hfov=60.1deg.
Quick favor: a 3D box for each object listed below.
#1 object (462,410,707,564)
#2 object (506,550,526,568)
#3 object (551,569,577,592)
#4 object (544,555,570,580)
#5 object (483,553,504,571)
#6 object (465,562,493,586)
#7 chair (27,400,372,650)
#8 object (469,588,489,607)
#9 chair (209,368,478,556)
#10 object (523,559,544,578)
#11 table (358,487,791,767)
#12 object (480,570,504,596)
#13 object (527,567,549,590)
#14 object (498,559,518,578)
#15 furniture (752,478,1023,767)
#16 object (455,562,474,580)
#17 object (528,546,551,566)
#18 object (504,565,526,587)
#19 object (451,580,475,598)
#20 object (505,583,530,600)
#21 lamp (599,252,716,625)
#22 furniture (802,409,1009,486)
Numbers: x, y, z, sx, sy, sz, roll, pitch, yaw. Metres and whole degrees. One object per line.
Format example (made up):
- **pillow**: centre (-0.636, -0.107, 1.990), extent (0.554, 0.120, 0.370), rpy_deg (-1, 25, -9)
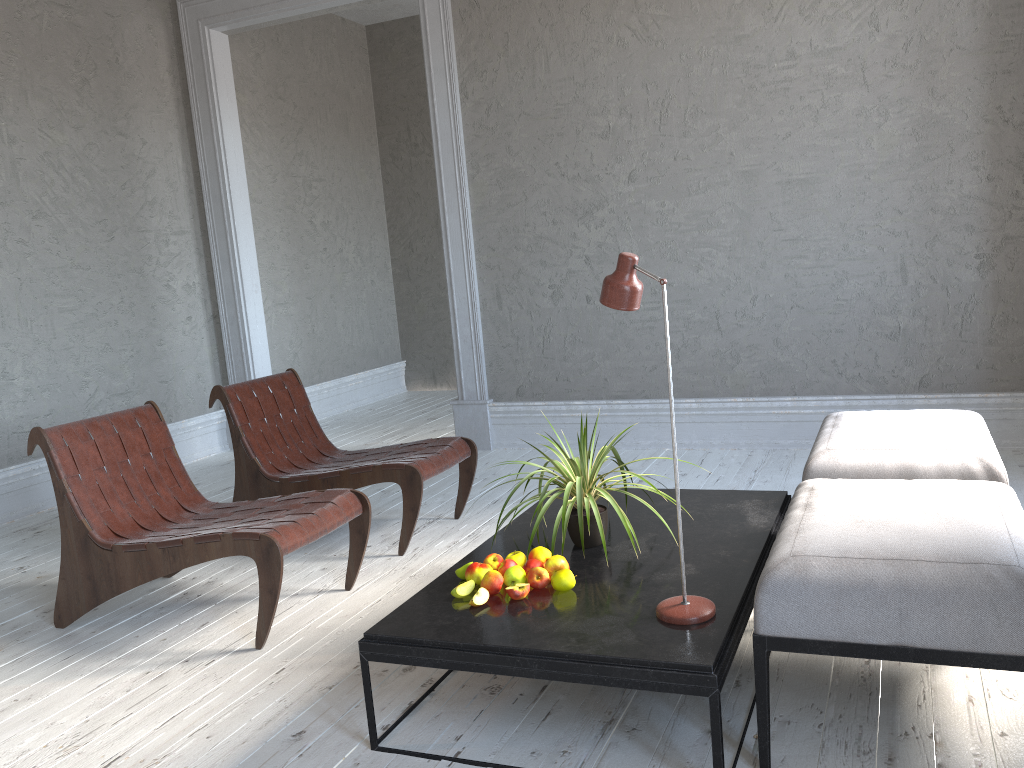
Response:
- **object**: centre (0.177, 0.273, 2.569), extent (0.716, 0.420, 0.676), rpy_deg (2, 11, 41)
- **object**: centre (0.011, 0.482, 2.412), extent (0.063, 0.063, 0.060), rpy_deg (-11, 10, -35)
- **object**: centre (0.134, 0.498, 2.253), extent (0.069, 0.055, 0.059), rpy_deg (-6, 8, -10)
- **object**: centre (0.120, 0.483, 2.326), extent (0.066, 0.066, 0.071), rpy_deg (-1, 9, 28)
- **object**: centre (-0.051, 0.490, 2.412), extent (0.057, 0.058, 0.056), rpy_deg (-12, 11, -42)
- **object**: centre (-0.086, 0.501, 2.334), extent (0.076, 0.064, 0.073), rpy_deg (-11, 10, -36)
- **chair**: centre (-1.065, 0.448, 3.081), extent (1.001, 0.721, 0.515), rpy_deg (-2, 9, 23)
- **object**: centre (-0.085, 0.532, 2.209), extent (0.047, 0.036, 0.062), rpy_deg (0, 10, 34)
- **chair**: centre (-0.719, 0.309, 3.867), extent (1.001, 0.721, 0.515), rpy_deg (-2, 9, 23)
- **object**: centre (0.057, 0.491, 2.342), extent (0.057, 0.056, 0.060), rpy_deg (-4, 8, 10)
- **table**: centre (0.299, 0.622, 2.550), extent (0.836, 0.303, 1.329), rpy_deg (-1, 9, 23)
- **object**: centre (-0.051, 0.508, 2.267), extent (0.059, 0.062, 0.064), rpy_deg (-4, 8, 5)
- **object**: centre (0.068, 0.499, 2.278), extent (0.057, 0.058, 0.058), rpy_deg (-4, 8, 6)
- **object**: centre (-0.010, 0.495, 2.352), extent (0.056, 0.058, 0.059), rpy_deg (-3, 8, 14)
- **furniture**: centre (0.942, 0.527, 2.133), extent (0.574, 0.476, 0.840), rpy_deg (-2, 9, 23)
- **object**: centre (-0.119, 0.501, 2.391), extent (0.057, 0.053, 0.061), rpy_deg (0, 9, 29)
- **object**: centre (0.080, 0.475, 2.407), extent (0.069, 0.066, 0.071), rpy_deg (1, 10, 38)
- **object**: centre (0.007, 0.502, 2.293), extent (0.062, 0.058, 0.060), rpy_deg (-8, 9, -22)
- **object**: centre (-0.123, 0.527, 2.268), extent (0.068, 0.037, 0.046), rpy_deg (-12, 10, -40)
- **object**: centre (0.015, 0.520, 2.226), extent (0.063, 0.039, 0.067), rpy_deg (-1, 9, 29)
- **lamp**: centre (0.336, 0.115, 2.042), extent (0.140, 0.840, 0.247), rpy_deg (-10, 9, -31)
- **furniture**: centre (1.338, 0.366, 3.037), extent (0.574, 0.476, 0.840), rpy_deg (-2, 9, 23)
